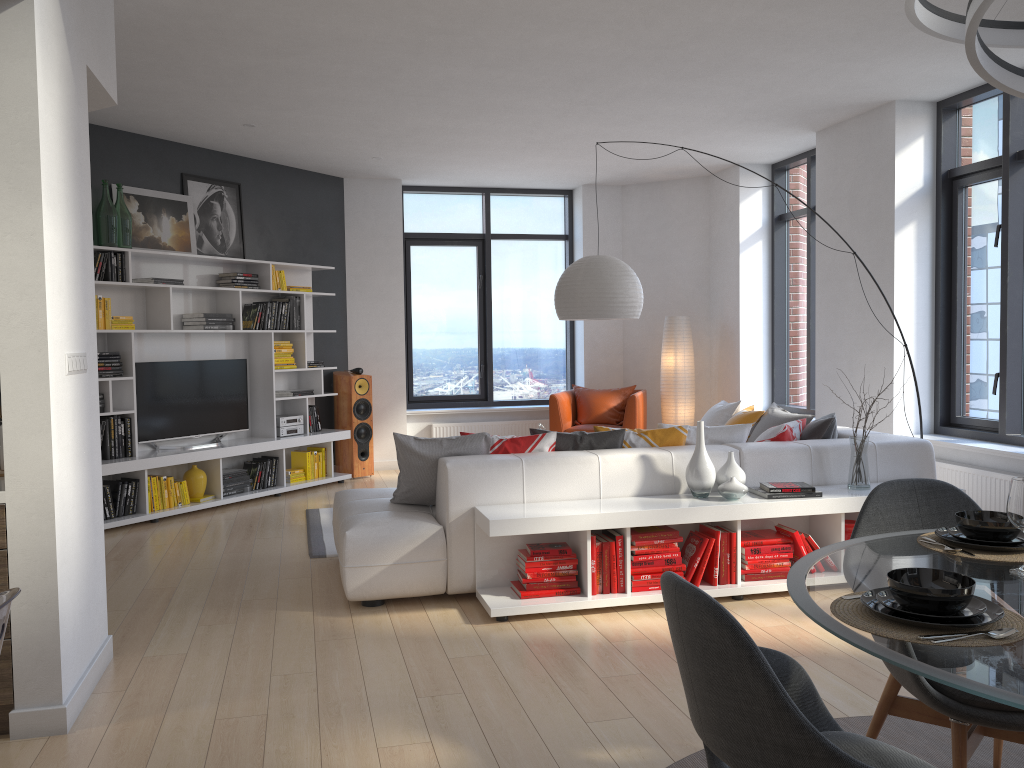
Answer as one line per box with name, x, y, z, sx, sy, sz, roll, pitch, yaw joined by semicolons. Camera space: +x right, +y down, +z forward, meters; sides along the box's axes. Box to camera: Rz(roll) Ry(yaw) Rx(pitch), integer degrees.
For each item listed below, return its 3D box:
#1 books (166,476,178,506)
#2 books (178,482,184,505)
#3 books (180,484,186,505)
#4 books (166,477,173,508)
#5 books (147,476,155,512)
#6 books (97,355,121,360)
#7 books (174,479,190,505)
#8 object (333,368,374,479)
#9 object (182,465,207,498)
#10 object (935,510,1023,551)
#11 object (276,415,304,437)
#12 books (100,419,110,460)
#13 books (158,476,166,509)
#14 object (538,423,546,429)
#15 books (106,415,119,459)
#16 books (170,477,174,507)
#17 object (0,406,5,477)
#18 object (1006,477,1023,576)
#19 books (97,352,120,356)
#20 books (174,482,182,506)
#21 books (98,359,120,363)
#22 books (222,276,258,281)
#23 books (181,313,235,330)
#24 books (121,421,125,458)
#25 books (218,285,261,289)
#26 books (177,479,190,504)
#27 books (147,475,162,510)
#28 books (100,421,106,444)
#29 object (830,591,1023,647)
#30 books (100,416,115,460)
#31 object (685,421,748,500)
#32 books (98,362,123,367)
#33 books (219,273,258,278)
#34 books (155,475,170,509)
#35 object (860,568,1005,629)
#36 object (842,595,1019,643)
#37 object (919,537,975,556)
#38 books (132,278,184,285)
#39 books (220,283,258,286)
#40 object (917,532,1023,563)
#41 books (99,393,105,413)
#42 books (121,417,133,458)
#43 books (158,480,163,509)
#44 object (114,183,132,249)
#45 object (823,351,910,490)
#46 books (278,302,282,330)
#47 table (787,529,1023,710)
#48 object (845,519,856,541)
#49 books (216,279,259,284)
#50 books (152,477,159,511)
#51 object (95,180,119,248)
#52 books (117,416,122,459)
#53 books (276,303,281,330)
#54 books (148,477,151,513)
books;-2.696;0.835;6.929;0.172;0.235;0.056;1;3;31
books;-2.642;0.856;6.960;0.134;0.187;0.046;1;3;31
books;-2.621;0.866;6.970;0.113;0.169;0.049;1;3;30
books;-2.701;0.836;6.866;0.169;0.240;0.043;1;3;30
books;-2.801;0.828;6.736;0.213;0.271;0.048;1;3;31
books;-3.071;-0.194;6.531;0.214;0.030;0.284;2;4;40
books;-2.621;0.851;6.999;0.148;0.193;0.067;1;3;32
object;-1.600;0.379;8.786;0.290;1.088;0.434;-4;4;-43
object;-2.555;0.781;7.143;0.185;0.257;0.185;0;3;9
object;1.261;0.386;2.346;0.258;0.074;0.258;-3;3;-33
object;-2.089;0.379;8.066;0.270;0.174;0.285;1;3;31
books;-3.045;0.408;6.547;0.213;0.301;0.028;1;3;31
books;-2.738;0.832;6.822;0.180;0.252;0.041;1;3;31
object;0.128;0.426;6.612;0.330;0.265;0.330;0;3;11
books;-3.019;0.390;6.606;0.237;0.326;0.026;1;3;31
books;-2.705;0.836;6.897;0.171;0.235;0.043;1;3;30
object;-1.984;0.187;3.414;0.330;0.316;0.221;-2;3;-13
object;1.195;0.330;2.060;0.083;0.220;0.083;-3;4;-42
books;-3.048;-0.221;6.516;0.180;0.026;0.246;1;4;39
books;-2.659;0.857;6.946;0.138;0.188;0.056;1;3;32
books;-3.056;-0.168;6.517;0.189;0.020;0.264;1;3;35
books;-2.350;-0.908;7.654;0.180;0.026;0.246;1;3;34
books;-2.532;-0.516;7.403;0.277;0.137;0.343;1;3;26
books;-2.980;0.413;6.657;0.200;0.272;0.028;1;3;31
books;-2.354;-0.829;7.656;0.214;0.030;0.284;1;3;35
books;-2.616;0.849;7.024;0.149;0.193;0.046;1;3;32
books;-2.770;0.828;6.795;0.202;0.267;0.038;1;3;32
books;-3.078;0.415;6.491;0.210;0.289;0.100;1;3;30
object;0.823;0.460;1.761;0.360;0.002;0.360;-3;4;-39
books;-3.034;0.398;6.576;0.237;0.314;0.034;1;3;31
object;1.067;0.390;4.638;0.316;0.398;0.319;0;3;10
books;-3.052;-0.142;6.518;0.214;0.030;0.284;2;4;40
books;-2.362;-0.934;7.656;0.209;0.030;0.266;0;3;25
books;-2.734;0.831;6.850;0.185;0.252;0.055;1;3;30
object;0.830;0.422;1.760;0.258;0.074;0.258;-3;3;-33
object;0.825;0.452;1.755;0.206;0.015;0.309;-1;3;-9
object;1.255;0.417;2.334;0.309;0.015;0.206;-1;3;-9
books;-2.778;-0.797;6.955;0.250;0.047;0.310;1;3;27
books;-2.358;-0.854;7.655;0.189;0.020;0.264;1;3;30
object;1.265;0.425;2.337;0.360;0.002;0.360;1;3;29
books;-3.166;0.145;6.387;0.277;0.137;0.343;1;3;31
books;-2.961;0.400;6.692;0.230;0.297;0.051;1;3;31
books;-2.745;0.846;6.803;0.156;0.230;0.042;1;3;30
object;-2.960;-1.261;6.710;0.157;0.507;0.157;2;4;45
object;1.917;0.198;4.753;0.406;0.744;0.607;1;3;26
books;-2.151;-0.607;7.961;0.192;0.254;0.075;1;3;31
table;1.351;0.832;1.828;1.499;0.764;1.499;-2;3;-24
object;1.801;0.865;4.747;0.125;0.258;0.125;-3;4;-36
books;-2.374;-0.880;7.667;0.214;0.030;0.284;1;3;35
books;-2.787;0.833;6.770;0.198;0.258;0.066;1;3;31
object;-2.993;-1.253;6.547;0.157;0.507;0.157;2;4;45
books;-3.004;0.395;6.632;0.239;0.315;0.034;1;3;31
books;-2.141;-0.598;7.928;0.172;0.242;0.069;1;3;32
books;-2.803;0.830;6.692;0.204;0.270;0.029;1;3;31
